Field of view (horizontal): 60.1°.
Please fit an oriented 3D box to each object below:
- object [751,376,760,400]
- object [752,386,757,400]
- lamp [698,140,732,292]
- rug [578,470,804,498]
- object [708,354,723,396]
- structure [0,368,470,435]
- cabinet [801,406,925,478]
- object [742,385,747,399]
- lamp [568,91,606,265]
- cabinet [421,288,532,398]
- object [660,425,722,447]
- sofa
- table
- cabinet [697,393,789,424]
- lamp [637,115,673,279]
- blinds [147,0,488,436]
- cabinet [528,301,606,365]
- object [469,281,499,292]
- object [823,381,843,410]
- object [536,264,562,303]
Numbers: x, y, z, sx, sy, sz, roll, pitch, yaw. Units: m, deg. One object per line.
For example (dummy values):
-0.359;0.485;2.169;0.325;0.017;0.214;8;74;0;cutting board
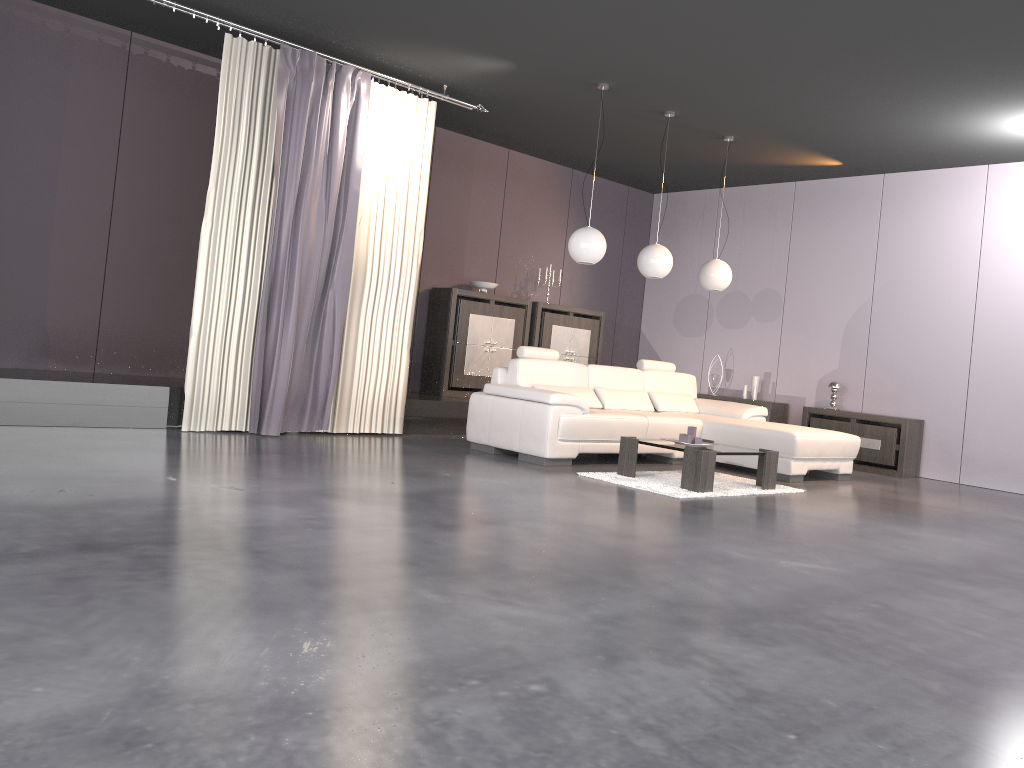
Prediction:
2.674;0.043;9.756;0.089;0.264;0.089;6;-1;9;object
2.644;0.099;9.651;0.051;0.152;0.051;5;-1;27;object
1.949;-1.574;8.253;0.306;1.416;0.307;7;-1;-39;lamp
1.285;0.693;6.243;1.522;0.023;0.919;4;2;-42;rug
2.313;-0.105;10.065;0.107;0.466;0.124;7;-1;-41;object
-1.856;0.192;7.517;8.749;0.300;1.003;4;2;-42;structure
3.428;0.562;8.751;0.376;0.555;1.075;6;1;-42;cabinet
2.564;0.088;9.742;0.051;0.152;0.051;5;-1;27;object
0.658;-1.668;7.087;0.307;1.416;0.306;6;-1;16;lamp
-0.337;-0.397;9.190;1.069;1.075;0.412;5;0;-42;cabinet
1.251;0.359;6.173;0.303;0.137;0.305;5;2;-37;object
1.320;0.241;7.292;2.854;0.859;1.873;4;2;-42;sofa
1.316;0.558;6.248;0.903;0.271;0.702;4;2;-42;table
2.466;0.431;9.829;0.376;0.555;1.075;6;1;-42;cabinet
1.292;-1.622;7.657;0.306;1.416;0.307;7;-1;-39;lamp
-1.554;-1.110;6.687;3.280;2.999;0.249;5;0;-42;blinds
0.526;-0.334;9.966;1.069;1.075;0.412;5;0;-42;cabinet
-0.299;-0.993;9.225;0.308;0.117;0.309;6;1;-8;object
3.280;0.112;9.014;0.140;0.284;0.140;6;-1;-42;object
0.408;-1.106;9.823;0.229;0.446;0.230;6;0;-24;object
